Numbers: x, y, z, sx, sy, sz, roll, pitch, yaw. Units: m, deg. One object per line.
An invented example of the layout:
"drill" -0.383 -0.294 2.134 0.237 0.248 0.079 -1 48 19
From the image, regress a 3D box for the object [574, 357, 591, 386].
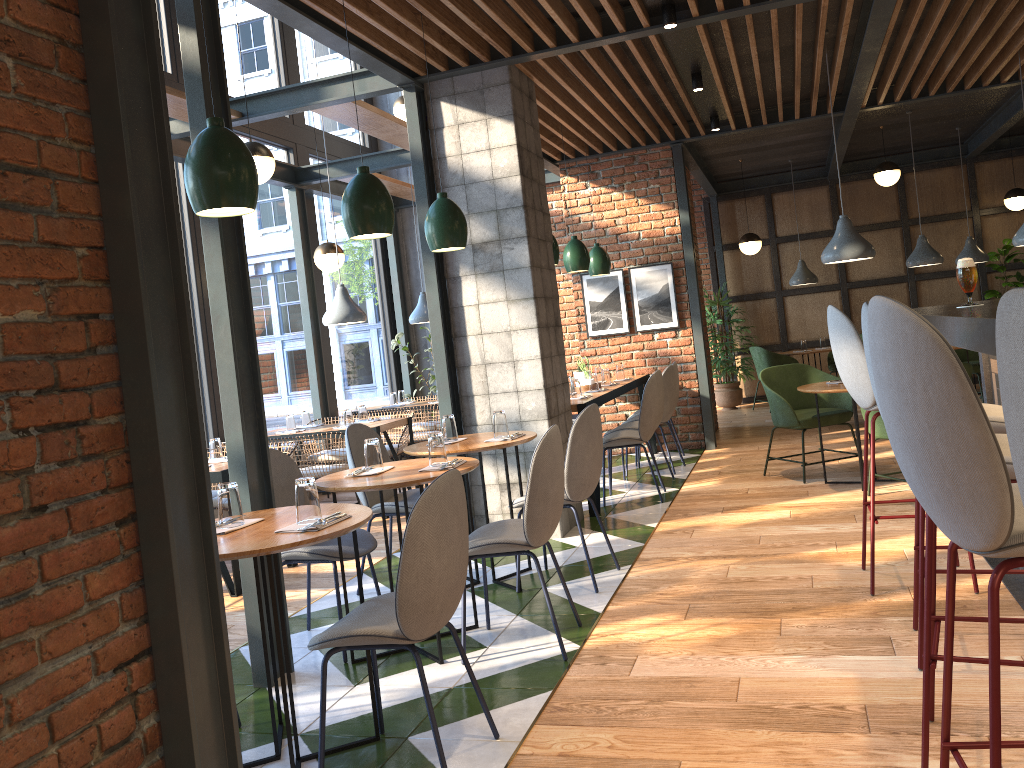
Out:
"object" 0.588 -0.093 7.398 0.146 0.276 0.146 -6 1 -1

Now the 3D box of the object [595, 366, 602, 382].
"object" 0.800 -0.092 8.175 0.080 0.138 0.080 -6 1 40

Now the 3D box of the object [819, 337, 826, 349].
"object" 3.926 -0.519 11.197 0.080 0.138 0.080 -7 1 -3

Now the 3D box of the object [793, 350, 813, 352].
"object" 3.637 -0.415 11.107 0.157 0.019 0.242 -7 3 -16

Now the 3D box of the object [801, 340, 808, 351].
"object" 3.656 -0.484 11.102 0.080 0.138 0.080 -7 1 -3

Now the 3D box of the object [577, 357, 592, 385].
"object" 0.614 -0.093 7.274 0.115 0.282 0.128 -6 1 14

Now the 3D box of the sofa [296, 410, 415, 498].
"sofa" -1.326 0.648 7.769 1.090 0.733 0.471 -6 1 18

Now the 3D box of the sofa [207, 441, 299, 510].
"sofa" -1.903 0.805 5.953 1.090 0.733 0.471 -6 1 18

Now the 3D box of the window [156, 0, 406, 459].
"window" -2.904 -1.953 6.351 0.127 5.597 8.742 -6 2 18

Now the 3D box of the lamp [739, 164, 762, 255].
"lamp" 2.693 -3.449 10.746 0.269 3.793 0.268 -7 0 -29

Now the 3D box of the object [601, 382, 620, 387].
"object" 0.827 0.002 7.567 0.157 0.019 0.243 -6 3 18

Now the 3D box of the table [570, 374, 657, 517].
"table" 0.648 0.427 7.373 0.657 0.765 2.779 -6 3 18

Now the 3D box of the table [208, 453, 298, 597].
"table" -2.072 0.864 5.415 1.269 0.706 0.659 -6 2 18

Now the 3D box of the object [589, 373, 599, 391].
"object" 0.647 -0.018 7.048 0.080 0.138 0.080 -7 1 -19

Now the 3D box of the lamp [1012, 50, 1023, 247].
"lamp" 3.786 -3.305 6.784 0.354 4.490 0.352 -7 0 -37

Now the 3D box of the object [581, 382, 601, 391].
"object" 0.614 0.024 7.346 0.251 0.046 0.253 -7 3 -8

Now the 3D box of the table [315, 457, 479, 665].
"table" -0.445 0.741 3.775 0.701 0.747 0.698 -7 2 -30

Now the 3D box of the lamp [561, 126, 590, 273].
"lamp" 0.437 -1.943 7.393 0.223 2.021 0.224 -6 0 21

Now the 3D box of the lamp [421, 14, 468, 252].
"lamp" -0.445 -1.704 4.618 0.223 2.021 0.224 -6 0 21

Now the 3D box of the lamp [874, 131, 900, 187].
"lamp" 3.888 -4.039 9.648 0.268 3.793 0.268 -6 0 -3

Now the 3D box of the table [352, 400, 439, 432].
"table" -0.913 0.549 9.064 1.269 0.706 0.659 -6 2 18

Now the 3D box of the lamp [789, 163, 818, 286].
"lamp" 3.429 -3.484 11.162 0.354 4.490 0.352 -7 0 -37

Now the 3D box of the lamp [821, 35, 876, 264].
"lamp" 2.049 -3.071 6.054 0.354 4.490 0.352 -7 0 -37

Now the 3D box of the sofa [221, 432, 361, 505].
"sofa" -1.667 0.741 6.694 1.090 0.733 0.471 -6 1 18

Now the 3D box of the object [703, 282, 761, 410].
"object" 2.792 -0.518 11.761 0.980 1.722 0.912 -7 1 -17

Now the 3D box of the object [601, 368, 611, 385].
"object" 0.804 -0.063 7.595 0.080 0.138 0.080 -7 1 -9

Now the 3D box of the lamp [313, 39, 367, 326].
"lamp" -1.580 -2.709 7.046 0.353 4.490 0.352 -7 0 -20

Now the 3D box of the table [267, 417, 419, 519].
"table" -1.495 0.707 7.233 1.269 0.706 0.659 -6 2 18

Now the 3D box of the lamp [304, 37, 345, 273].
"lamp" -1.828 -2.879 7.892 0.268 3.793 0.268 -7 0 -14

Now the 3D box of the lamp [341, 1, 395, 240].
"lamp" -0.715 -1.630 3.769 0.223 2.021 0.224 -6 0 21

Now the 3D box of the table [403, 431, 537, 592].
"table" -0.175 0.668 4.624 0.698 0.747 0.701 -6 2 28

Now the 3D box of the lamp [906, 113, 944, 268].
"lamp" 3.959 -3.437 9.026 0.354 4.490 0.352 -7 0 -37

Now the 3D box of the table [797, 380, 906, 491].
"table" 2.409 0.333 6.060 0.810 0.687 0.805 -8 2 -42

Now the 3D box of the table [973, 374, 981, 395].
"table" 5.448 -0.224 10.266 0.806 0.687 0.809 -6 2 18

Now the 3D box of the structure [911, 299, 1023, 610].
"structure" 2.486 0.193 1.576 2.912 1.396 4.932 -6 3 18

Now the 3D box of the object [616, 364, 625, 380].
"object" 0.990 -0.110 8.112 0.080 0.138 0.080 -7 1 -9

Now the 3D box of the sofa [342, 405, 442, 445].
"sofa" -1.084 0.583 8.528 1.090 0.733 0.471 -6 1 18

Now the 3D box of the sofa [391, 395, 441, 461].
"sofa" -0.743 0.490 9.603 1.090 0.733 0.471 -6 1 18

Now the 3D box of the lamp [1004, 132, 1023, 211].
"lamp" 5.788 -3.940 10.503 0.269 3.793 0.268 -7 0 -29

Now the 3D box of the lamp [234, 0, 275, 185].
"lamp" -1.827 -3.137 5.568 0.269 3.793 0.268 -7 0 -29

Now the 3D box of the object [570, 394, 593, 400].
"object" 0.492 0.096 6.464 0.157 0.019 0.243 -6 3 18

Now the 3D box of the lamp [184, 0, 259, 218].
"lamp" -1.021 -1.547 2.805 0.223 2.021 0.224 -6 0 21

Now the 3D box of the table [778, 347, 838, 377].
"table" 3.813 -0.084 11.190 0.809 0.687 0.806 -8 2 -32

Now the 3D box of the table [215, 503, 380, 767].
"table" -0.752 0.825 2.810 0.701 0.747 0.698 -7 2 -26

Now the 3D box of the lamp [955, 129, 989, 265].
"lamp" 5.081 -3.626 10.254 0.354 4.490 0.352 -7 0 -37

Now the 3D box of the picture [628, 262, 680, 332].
"picture" 1.367 -0.834 8.545 0.429 0.631 0.015 -6 0 18

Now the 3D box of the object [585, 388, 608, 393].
"object" 0.670 0.047 7.021 0.157 0.019 0.243 -6 3 18

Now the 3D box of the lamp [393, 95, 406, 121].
"lamp" -1.228 -4.439 8.666 0.267 3.793 0.269 -6 0 39

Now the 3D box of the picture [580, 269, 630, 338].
"picture" 0.912 -0.790 8.692 0.429 0.631 0.015 -6 0 18

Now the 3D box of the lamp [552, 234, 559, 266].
"lamp" 0.130 -1.860 6.429 0.223 2.021 0.224 -6 0 21

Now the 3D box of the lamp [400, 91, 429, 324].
"lamp" -1.136 -2.864 9.128 0.354 4.490 0.352 -7 0 -37

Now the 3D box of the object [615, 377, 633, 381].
"object" 1.013 -0.045 8.084 0.157 0.019 0.243 -6 3 18

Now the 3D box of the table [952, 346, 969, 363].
"table" 4.356 -0.038 9.036 0.809 0.687 0.806 -7 2 -31

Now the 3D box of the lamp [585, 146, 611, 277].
"lamp" 0.706 -2.016 8.242 0.223 2.021 0.224 -6 0 21

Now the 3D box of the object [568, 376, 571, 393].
"object" 0.443 0.004 7.069 0.080 0.138 0.080 -6 1 41

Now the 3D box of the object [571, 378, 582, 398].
"object" 0.469 0.030 6.491 0.080 0.138 0.080 -6 1 41
